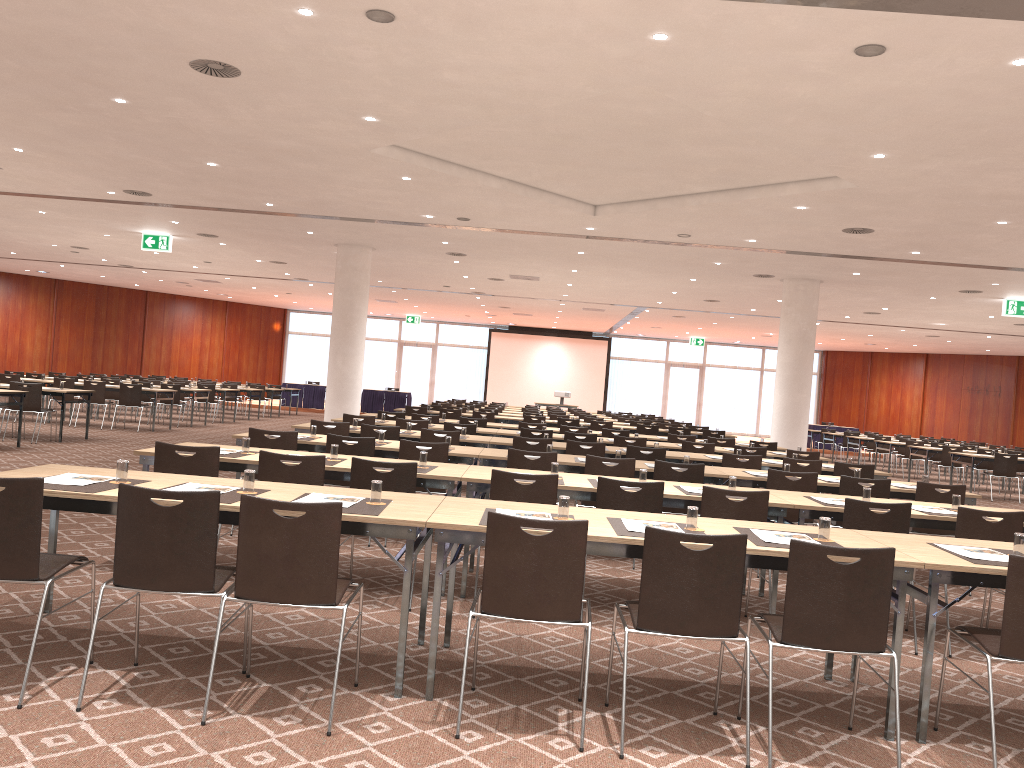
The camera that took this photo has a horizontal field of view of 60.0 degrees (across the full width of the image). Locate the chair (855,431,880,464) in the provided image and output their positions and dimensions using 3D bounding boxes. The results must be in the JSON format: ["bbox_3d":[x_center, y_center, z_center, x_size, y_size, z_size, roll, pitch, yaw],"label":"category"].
[{"bbox_3d":[10.958,1.934,27.256,0.535,0.939,0.614,5,0,3],"label":"chair"}]

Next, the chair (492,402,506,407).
[{"bbox_3d":[-0.438,1.034,27.415,0.535,0.939,0.613,5,0,-1],"label":"chair"}]

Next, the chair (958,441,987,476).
[{"bbox_3d":[13.121,2.101,25.208,0.535,0.939,0.614,5,0,3],"label":"chair"}]

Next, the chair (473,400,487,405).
[{"bbox_3d":[-1.014,0.988,27.504,0.535,0.939,0.613,5,0,2],"label":"chair"}]

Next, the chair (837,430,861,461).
[{"bbox_3d":[10.373,1.888,27.210,0.535,0.939,0.613,5,0,-1],"label":"chair"}]

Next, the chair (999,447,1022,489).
[{"bbox_3d":[11.796,1.989,21.177,0.535,0.939,0.614,5,0,3],"label":"chair"}]

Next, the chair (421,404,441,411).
[{"bbox_3d":[-1.792,0.912,19.478,0.535,0.939,0.613,5,0,2],"label":"chair"}]

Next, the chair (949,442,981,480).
[{"bbox_3d":[11.903,2.001,23.234,0.535,0.939,0.614,5,0,3],"label":"chair"}]

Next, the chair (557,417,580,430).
[{"bbox_3d":[1.072,1.135,17.456,0.535,0.939,0.613,5,0,1],"label":"chair"}]

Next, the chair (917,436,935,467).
[{"bbox_3d":[12.587,2.062,27.161,0.535,0.939,0.613,5,0,-1],"label":"chair"}]

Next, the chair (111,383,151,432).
[{"bbox_3d":[-7.527,0.456,17.604,0.535,0.939,0.613,5,0,0],"label":"chair"}]

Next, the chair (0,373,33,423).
[{"bbox_3d":[-9.890,0.269,17.576,0.535,0.939,0.614,5,0,3],"label":"chair"}]

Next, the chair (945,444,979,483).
[{"bbox_3d":[10.760,1.907,21.119,0.535,0.939,0.613,5,0,-1],"label":"chair"}]

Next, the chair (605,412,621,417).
[{"bbox_3d":[2.861,1.291,25.418,0.535,0.939,0.614,5,0,3],"label":"chair"}]

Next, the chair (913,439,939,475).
[{"bbox_3d":[10.817,1.915,23.199,0.535,0.939,0.613,5,0,-1],"label":"chair"}]

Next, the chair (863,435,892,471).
[{"bbox_3d":[9.634,1.822,23.285,0.535,0.939,0.613,5,0,0],"label":"chair"}]

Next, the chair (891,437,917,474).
[{"bbox_3d":[10.221,1.868,23.131,0.535,0.939,0.613,5,0,2],"label":"chair"}]

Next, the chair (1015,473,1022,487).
[{"bbox_3d":[12.416,2.038,21.082,0.535,0.939,0.613,5,0,3],"label":"chair"}]

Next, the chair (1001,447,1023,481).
[{"bbox_3d":[13.175,2.102,23.066,0.535,0.939,0.613,5,0,3],"label":"chair"}]

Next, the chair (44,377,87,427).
[{"bbox_3d":[-8.873,0.350,17.693,0.535,0.939,0.614,5,0,4],"label":"chair"}]

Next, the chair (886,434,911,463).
[{"bbox_3d":[11.869,2.006,27.096,0.535,0.939,0.613,5,0,-1],"label":"chair"}]

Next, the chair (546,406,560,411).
[{"bbox_3d":[1.235,1.166,27.378,0.535,0.939,0.613,5,0,0],"label":"chair"}]

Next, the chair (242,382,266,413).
[{"bbox_3d":[-8.005,0.436,27.617,0.535,0.939,0.614,5,0,4],"label":"chair"}]

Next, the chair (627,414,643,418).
[{"bbox_3d":[3.456,1.338,25.328,0.535,0.939,0.613,5,0,2],"label":"chair"}]

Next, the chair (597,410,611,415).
[{"bbox_3d":[2.794,1.289,27.343,0.535,0.939,0.613,5,0,0],"label":"chair"}]

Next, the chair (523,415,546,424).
[{"bbox_3d":[0.413,1.083,17.429,0.535,0.939,0.613,5,0,2],"label":"chair"}]

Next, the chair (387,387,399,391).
[{"bbox_3d":[-4.345,0.605,31.961,0.535,0.939,0.614,5,0,4],"label":"chair"}]

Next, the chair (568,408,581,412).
[{"bbox_3d":[1.908,1.219,27.440,0.535,0.939,0.614,5,0,4],"label":"chair"}]

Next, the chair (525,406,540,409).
[{"bbox_3d":[0.561,1.109,25.469,0.535,0.939,0.614,5,0,4],"label":"chair"}]

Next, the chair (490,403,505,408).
[{"bbox_3d":[-0.446,1.030,25.449,0.535,0.939,0.614,5,0,4],"label":"chair"}]

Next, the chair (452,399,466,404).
[{"bbox_3d":[-1.657,0.937,27.477,0.535,0.939,0.614,5,0,4],"label":"chair"}]

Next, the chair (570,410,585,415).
[{"bbox_3d":[1.852,1.211,25.364,0.535,0.939,0.614,5,0,4],"label":"chair"}]

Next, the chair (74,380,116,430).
[{"bbox_3d":[-8.206,0.402,17.538,0.535,0.939,0.613,5,0,0],"label":"chair"}]

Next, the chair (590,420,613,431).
[{"bbox_3d":[1.713,1.186,17.365,0.535,0.939,0.613,5,0,3],"label":"chair"}]

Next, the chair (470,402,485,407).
[{"bbox_3d":[-1.025,0.984,25.427,0.535,0.939,0.613,5,0,0],"label":"chair"}]

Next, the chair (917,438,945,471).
[{"bbox_3d":[11.944,2.008,25.175,0.535,0.939,0.613,5,0,0],"label":"chair"}]

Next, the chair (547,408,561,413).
[{"bbox_3d":[1.205,1.160,25.413,0.535,0.939,0.614,5,0,4],"label":"chair"}]

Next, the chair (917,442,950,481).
[{"bbox_3d":[10.123,1.857,21.214,0.535,0.939,0.613,5,0,-1],"label":"chair"}]

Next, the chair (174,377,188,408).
[{"bbox_3d":[-10.297,0.255,27.668,0.535,0.939,0.613,5,0,0],"label":"chair"}]

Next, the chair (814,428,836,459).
[{"bbox_3d":[9.605,1.827,27.146,0.535,0.939,0.614,5,0,4],"label":"chair"}]

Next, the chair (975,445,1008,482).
[{"bbox_3d":[12.557,2.053,23.161,0.535,0.939,0.613,5,0,-1],"label":"chair"}]

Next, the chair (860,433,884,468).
[{"bbox_3d":[10.257,1.875,25.271,0.535,0.939,0.614,5,0,3],"label":"chair"}]

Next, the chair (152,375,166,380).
[{"bbox_3d":[-10.961,0.203,27.601,0.535,0.939,0.613,5,0,-1],"label":"chair"}]

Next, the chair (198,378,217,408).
[{"bbox_3d":[-9.582,0.312,27.711,0.535,0.939,0.613,5,0,-1],"label":"chair"}]

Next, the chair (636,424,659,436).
[{"bbox_3d":[2.602,1.256,17.380,0.535,0.939,0.613,5,0,-1],"label":"chair"}]

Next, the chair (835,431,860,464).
[{"bbox_3d":[9.576,1.821,25.227,0.535,0.939,0.613,5,0,4],"label":"chair"}]

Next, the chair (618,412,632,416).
[{"bbox_3d":[3.447,1.341,27.406,0.535,0.939,0.613,5,0,0],"label":"chair"}]

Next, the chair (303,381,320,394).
[{"bbox_3d":[-7.235,0.377,32.025,0.535,0.939,0.614,5,0,4],"label":"chair"}]

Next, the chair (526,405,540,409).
[{"bbox_3d":[0.622,1.117,27.426,0.535,0.939,0.613,5,0,2],"label":"chair"}]

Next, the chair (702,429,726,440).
[{"bbox_3d":[3.903,1.359,17.393,0.535,0.939,0.614,5,0,4],"label":"chair"}]

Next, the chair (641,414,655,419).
[{"bbox_3d":[4.143,1.395,27.313,0.535,0.939,0.614,5,0,4],"label":"chair"}]

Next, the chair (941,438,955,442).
[{"bbox_3d":[13.191,2.110,27.066,0.535,0.939,0.613,5,0,1],"label":"chair"}]

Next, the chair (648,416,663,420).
[{"bbox_3d":[4.046,1.384,25.350,0.535,0.939,0.613,5,0,1],"label":"chair"}]

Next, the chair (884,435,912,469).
[{"bbox_3d":[10.977,1.932,25.115,0.535,0.939,0.613,5,0,0],"label":"chair"}]

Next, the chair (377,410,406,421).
[{"bbox_3d":[-1.908,0.893,13.979,0.535,0.939,0.613,5,0,1],"label":"chair"}]

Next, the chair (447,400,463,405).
[{"bbox_3d":[-1.668,0.933,25.519,0.535,0.939,0.613,5,0,-1],"label":"chair"}]

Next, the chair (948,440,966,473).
[{"bbox_3d":[12.512,2.053,25.081,0.535,0.939,0.613,5,0,1],"label":"chair"}]
